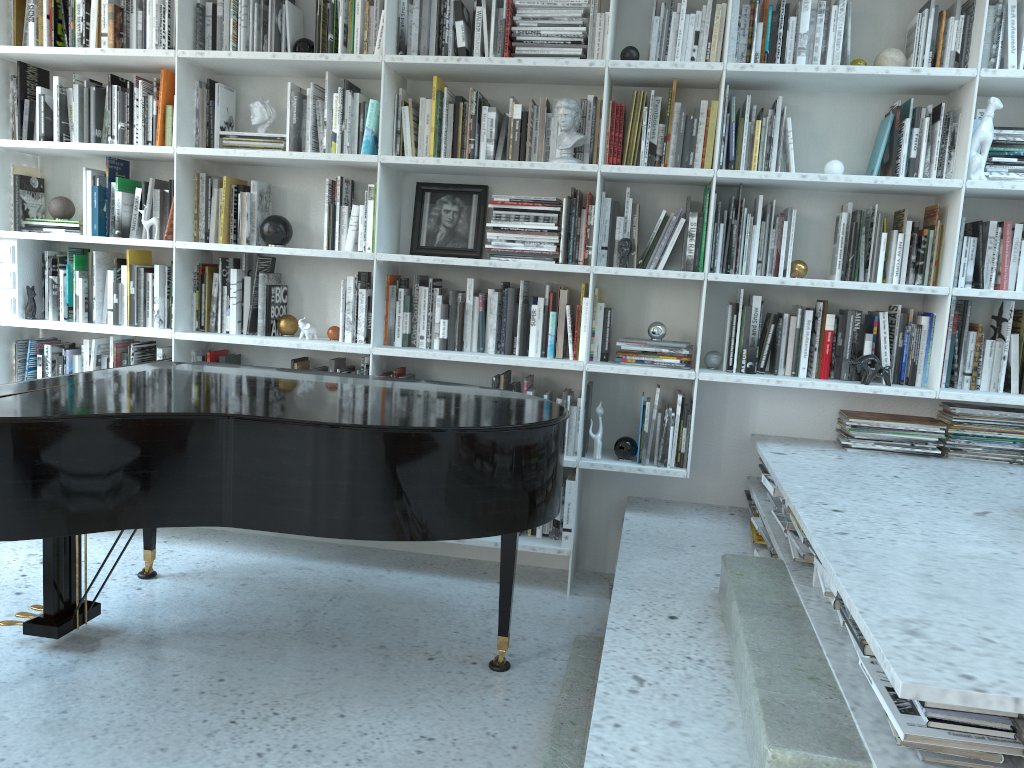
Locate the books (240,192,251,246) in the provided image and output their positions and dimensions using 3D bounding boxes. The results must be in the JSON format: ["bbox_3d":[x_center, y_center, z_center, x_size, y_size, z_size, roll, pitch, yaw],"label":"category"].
[{"bbox_3d":[-1.081,-0.683,3.701,0.028,0.216,0.175,5,7,9],"label":"books"}]

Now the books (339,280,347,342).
[{"bbox_3d":[-0.681,-0.306,3.692,0.012,0.254,0.160,5,8,9],"label":"books"}]

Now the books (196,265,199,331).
[{"bbox_3d":[-1.306,-0.368,3.793,0.013,0.276,0.147,5,8,9],"label":"books"}]

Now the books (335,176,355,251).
[{"bbox_3d":[-0.687,-0.693,3.645,0.012,0.298,0.165,5,8,9],"label":"books"}]

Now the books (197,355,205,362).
[{"bbox_3d":[-1.325,0.006,3.845,0.023,0.266,0.134,5,8,9],"label":"books"}]

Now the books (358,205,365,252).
[{"bbox_3d":[-0.588,-0.630,3.632,0.024,0.188,0.172,5,7,9],"label":"books"}]

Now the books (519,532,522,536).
[{"bbox_3d":[0.052,0.445,3.637,0.013,0.317,0.186,5,8,9],"label":"books"}]

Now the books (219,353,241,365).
[{"bbox_3d":[-1.220,0.010,3.831,0.026,0.274,0.146,5,8,9],"label":"books"}]

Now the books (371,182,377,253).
[{"bbox_3d":[-0.531,-0.669,3.604,0.011,0.279,0.187,5,8,9],"label":"books"}]

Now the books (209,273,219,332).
[{"bbox_3d":[-1.228,-0.347,3.769,0.042,0.248,0.162,5,8,9],"label":"books"}]

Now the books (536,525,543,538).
[{"bbox_3d":[0.129,0.506,3.640,0.022,0.205,0.191,5,7,9],"label":"books"}]

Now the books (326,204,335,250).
[{"bbox_3d":[-0.721,-0.639,3.649,0.025,0.186,0.153,5,7,9],"label":"books"}]

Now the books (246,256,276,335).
[{"bbox_3d":[-1.055,-0.372,3.734,0.050,0.328,0.166,5,8,9],"label":"books"}]

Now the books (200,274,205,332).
[{"bbox_3d":[-1.275,-0.346,3.777,0.030,0.239,0.156,5,8,9],"label":"books"}]

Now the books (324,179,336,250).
[{"bbox_3d":[-0.735,-0.690,3.650,0.012,0.285,0.159,5,8,9],"label":"books"}]

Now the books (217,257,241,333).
[{"bbox_3d":[-1.199,-0.377,3.759,0.014,0.314,0.166,5,8,9],"label":"books"}]

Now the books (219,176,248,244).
[{"bbox_3d":[-1.160,-0.717,3.697,0.026,0.275,0.189,5,7,9],"label":"books"}]

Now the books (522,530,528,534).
[{"bbox_3d":[0.074,0.483,3.662,0.028,0.239,0.140,5,8,9],"label":"books"}]

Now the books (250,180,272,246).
[{"bbox_3d":[-1.050,-0.707,3.708,0.028,0.266,0.144,5,8,9],"label":"books"}]

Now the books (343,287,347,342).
[{"bbox_3d":[-0.667,-0.292,3.700,0.015,0.226,0.148,5,8,9],"label":"books"}]

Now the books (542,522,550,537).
[{"bbox_3d":[0.156,0.496,3.647,0.028,0.228,0.161,5,7,9],"label":"books"}]

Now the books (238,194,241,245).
[{"bbox_3d":[-1.100,-0.681,3.708,0.011,0.208,0.180,5,7,9],"label":"books"}]

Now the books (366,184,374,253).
[{"bbox_3d":[-0.549,-0.667,3.617,0.027,0.270,0.178,5,8,9],"label":"books"}]

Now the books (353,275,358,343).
[{"bbox_3d":[-0.627,-0.314,3.686,0.010,0.277,0.155,5,8,9],"label":"books"}]

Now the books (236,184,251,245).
[{"bbox_3d":[-1.114,-0.705,3.728,0.028,0.248,0.142,5,8,9],"label":"books"}]

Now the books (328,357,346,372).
[{"bbox_3d":[-0.745,0.039,3.758,0.025,0.295,0.134,5,8,9],"label":"books"}]

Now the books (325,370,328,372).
[{"bbox_3d":[-0.799,0.067,3.736,0.022,0.236,0.188,5,7,9],"label":"books"}]

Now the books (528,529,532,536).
[{"bbox_3d":[0.091,0.477,3.643,0.011,0.258,0.171,5,8,9],"label":"books"}]

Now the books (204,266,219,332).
[{"bbox_3d":[-1.255,-0.360,3.764,0.012,0.273,0.181,5,8,9],"label":"books"}]

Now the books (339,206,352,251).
[{"bbox_3d":[-0.669,-0.635,3.656,0.030,0.183,0.154,5,7,9],"label":"books"}]

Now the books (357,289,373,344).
[{"bbox_3d":[-0.598,-0.282,3.672,0.029,0.221,0.153,5,7,9],"label":"books"}]

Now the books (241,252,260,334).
[{"bbox_3d":[-1.110,-0.385,3.767,0.013,0.339,0.137,5,8,9],"label":"books"}]

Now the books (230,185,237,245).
[{"bbox_3d":[-1.138,-0.703,3.716,0.014,0.244,0.152,5,8,9],"label":"books"}]

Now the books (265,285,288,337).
[{"bbox_3d":[-0.994,-0.311,3.745,0.023,0.212,0.159,5,7,9],"label":"books"}]

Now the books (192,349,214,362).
[{"bbox_3d":[-1.342,-0.005,3.845,0.012,0.285,0.159,5,8,9],"label":"books"}]

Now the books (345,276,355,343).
[{"bbox_3d":[-0.648,-0.310,3.676,0.027,0.270,0.158,5,8,9],"label":"books"}]

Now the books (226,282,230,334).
[{"bbox_3d":[-1.161,-0.325,3.760,0.021,0.215,0.171,5,7,9],"label":"books"}]

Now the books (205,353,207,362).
[{"bbox_3d":[-1.284,0.002,3.830,0.010,0.282,0.149,5,8,9],"label":"books"}]

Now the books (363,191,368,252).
[{"bbox_3d":[-0.570,-0.655,3.615,0.012,0.245,0.170,5,7,9],"label":"books"}]

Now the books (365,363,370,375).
[{"bbox_3d":[-0.583,0.056,3.719,0.021,0.290,0.160,5,8,9],"label":"books"}]

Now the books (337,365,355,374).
[{"bbox_3d":[-0.698,0.061,3.714,0.011,0.266,0.190,5,7,9],"label":"books"}]

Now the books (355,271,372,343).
[{"bbox_3d":[-0.616,-0.319,3.679,0.014,0.291,0.131,5,8,9],"label":"books"}]

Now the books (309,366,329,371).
[{"bbox_3d":[-0.818,0.057,3.749,0.022,0.252,0.187,5,7,9],"label":"books"}]

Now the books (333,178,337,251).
[{"bbox_3d":[-0.698,-0.691,3.650,0.011,0.292,0.155,5,8,9],"label":"books"}]

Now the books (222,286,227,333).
[{"bbox_3d":[-1.183,-0.318,3.769,0.024,0.196,0.156,5,7,9],"label":"books"}]

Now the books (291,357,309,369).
[{"bbox_3d":[-0.907,0.031,3.774,0.012,0.285,0.159,5,8,9],"label":"books"}]

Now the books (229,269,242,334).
[{"bbox_3d":[-1.136,-0.349,3.750,0.027,0.269,0.185,5,7,9],"label":"books"}]

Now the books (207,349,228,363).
[{"bbox_3d":[-1.272,0.000,3.831,0.013,0.288,0.160,5,8,9],"label":"books"}]

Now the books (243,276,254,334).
[{"bbox_3d":[-1.094,-0.334,3.762,0.029,0.241,0.135,5,8,9],"label":"books"}]

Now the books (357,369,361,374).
[{"bbox_3d":[-0.616,0.066,3.708,0.013,0.269,0.183,5,7,9],"label":"books"}]

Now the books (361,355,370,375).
[{"bbox_3d":[-0.600,0.040,3.711,0.013,0.320,0.173,5,8,9],"label":"books"}]

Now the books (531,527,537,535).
[{"bbox_3d":[0.108,0.510,3.655,0.024,0.191,0.154,5,7,9],"label":"books"}]

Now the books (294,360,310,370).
[{"bbox_3d":[-0.896,0.040,3.769,0.012,0.271,0.141,5,8,9],"label":"books"}]

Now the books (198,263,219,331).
[{"bbox_3d":[-1.295,-0.370,3.781,0.013,0.284,0.146,5,8,9],"label":"books"}]

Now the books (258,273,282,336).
[{"bbox_3d":[-1.020,-0.336,3.731,0.027,0.261,0.163,5,8,9],"label":"books"}]

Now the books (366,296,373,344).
[{"bbox_3d":[-0.567,-0.269,3.689,0.031,0.195,0.142,5,7,9],"label":"books"}]

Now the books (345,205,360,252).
[{"bbox_3d":[-0.628,-0.633,3.634,0.057,0.189,0.155,5,7,9],"label":"books"}]
